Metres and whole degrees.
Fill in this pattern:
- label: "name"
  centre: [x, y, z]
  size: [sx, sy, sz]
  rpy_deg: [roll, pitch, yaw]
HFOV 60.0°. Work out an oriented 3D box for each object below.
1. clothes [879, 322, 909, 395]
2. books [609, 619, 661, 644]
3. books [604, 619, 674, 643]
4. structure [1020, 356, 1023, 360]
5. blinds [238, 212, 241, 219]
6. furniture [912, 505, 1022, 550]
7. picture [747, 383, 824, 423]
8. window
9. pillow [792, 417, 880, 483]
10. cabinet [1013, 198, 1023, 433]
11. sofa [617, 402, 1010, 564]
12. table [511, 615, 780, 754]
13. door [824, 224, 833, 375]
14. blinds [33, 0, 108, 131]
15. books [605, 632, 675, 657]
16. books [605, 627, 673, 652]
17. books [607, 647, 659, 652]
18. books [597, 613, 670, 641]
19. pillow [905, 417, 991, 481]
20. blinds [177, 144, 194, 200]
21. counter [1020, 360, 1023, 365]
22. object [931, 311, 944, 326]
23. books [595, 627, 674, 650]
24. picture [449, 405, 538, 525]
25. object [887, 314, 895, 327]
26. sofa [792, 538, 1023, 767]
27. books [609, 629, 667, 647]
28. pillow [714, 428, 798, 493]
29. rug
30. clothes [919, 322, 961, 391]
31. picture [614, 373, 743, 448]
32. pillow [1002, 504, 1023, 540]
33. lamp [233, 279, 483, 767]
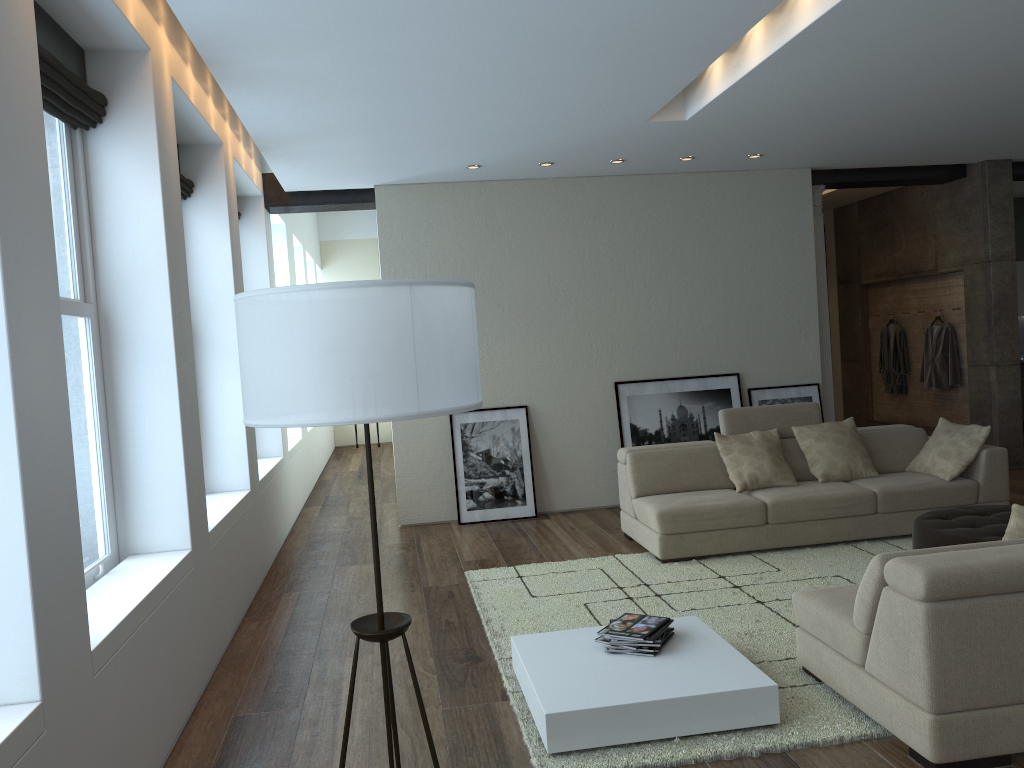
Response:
- label: "clothes"
  centre: [4.445, -0.302, 10.391]
  size: [0.141, 0.855, 0.569]
  rpy_deg: [-4, 3, -8]
- label: "books"
  centre: [0.542, 1.091, 3.925]
  size: [0.220, 0.010, 0.300]
  rpy_deg: [-4, 3, 7]
- label: "books"
  centre: [0.564, 1.080, 3.913]
  size: [0.220, 0.010, 0.300]
  rpy_deg: [-3, 3, 27]
- label: "structure"
  centre: [6.947, -0.339, 11.532]
  size: [0.900, 0.066, 0.520]
  rpy_deg: [-4, 3, -8]
- label: "blinds"
  centre: [-2.356, -1.488, 7.033]
  size: [0.156, 0.275, 1.563]
  rpy_deg: [-4, 3, -8]
- label: "furniture"
  centre: [2.838, 0.937, 5.002]
  size: [1.057, 0.355, 1.057]
  rpy_deg: [-4, 3, -6]
- label: "picture"
  centre: [2.577, 0.512, 8.208]
  size: [0.700, 0.988, 0.195]
  rpy_deg: [-4, 3, -8]
- label: "window"
  centre: [-1.819, -0.289, 3.365]
  size: [0.123, 2.400, 1.442]
  rpy_deg: [-4, 3, -8]
- label: "pillow"
  centre: [2.388, 0.489, 6.563]
  size: [0.534, 0.439, 0.301]
  rpy_deg: [-4, 3, -11]
- label: "cabinet"
  centre: [8.189, -1.024, 11.718]
  size: [7.409, 2.980, 0.827]
  rpy_deg: [-4, 3, -8]
- label: "sofa"
  centre: [2.147, 0.637, 6.520]
  size: [2.581, 0.950, 1.021]
  rpy_deg: [-4, 3, -8]
- label: "table"
  centre: [0.507, 1.240, 3.745]
  size: [0.900, 0.170, 0.900]
  rpy_deg: [-4, 3, -8]
- label: "door"
  centre: [3.578, -0.613, 11.479]
  size: [1.037, 2.814, 0.246]
  rpy_deg: [-4, 3, -8]
- label: "blinds"
  centre: [-1.824, -1.298, 3.331]
  size: [0.156, 0.424, 1.439]
  rpy_deg: [-4, 3, -8]
- label: "books"
  centre: [0.568, 1.138, 3.916]
  size: [0.220, 0.010, 0.300]
  rpy_deg: [-3, 3, 27]
- label: "books"
  centre: [0.567, 1.119, 3.915]
  size: [0.220, 0.010, 0.300]
  rpy_deg: [-3, 3, 27]
- label: "books"
  centre: [0.545, 1.130, 3.927]
  size: [0.220, 0.010, 0.300]
  rpy_deg: [-3, 3, 12]
- label: "books"
  centre: [0.541, 1.072, 3.924]
  size: [0.220, 0.010, 0.300]
  rpy_deg: [-2, 3, 32]
- label: "pillow"
  centre: [3.174, 0.464, 6.433]
  size: [0.395, 0.393, 0.518]
  rpy_deg: [-4, 3, -11]
- label: "blinds"
  centre: [-2.084, -1.368, 5.152]
  size: [0.156, 0.393, 1.442]
  rpy_deg: [-4, 3, -8]
- label: "counter"
  centre: [6.352, -0.188, 11.495]
  size: [3.597, 0.223, 0.807]
  rpy_deg: [-4, 3, -8]
- label: "object"
  centre: [4.551, -0.683, 9.474]
  size: [0.010, 0.219, 0.430]
  rpy_deg: [-4, 3, -8]
- label: "books"
  centre: [0.544, 1.110, 3.926]
  size: [0.220, 0.010, 0.300]
  rpy_deg: [-2, 3, 42]
- label: "picture"
  centre: [-0.165, 0.712, 7.826]
  size: [0.700, 0.988, 0.195]
  rpy_deg: [-4, 3, -8]
- label: "object"
  centre: [4.435, -0.715, 10.368]
  size: [0.010, 0.219, 0.430]
  rpy_deg: [-4, 3, -8]
- label: "sofa"
  centre: [2.563, 0.738, 3.604]
  size: [2.581, 0.950, 1.021]
  rpy_deg: [-4, 3, -8]
- label: "books"
  centre: [0.565, 1.100, 3.914]
  size: [0.220, 0.010, 0.300]
  rpy_deg: [-3, 3, 17]
- label: "pillow"
  centre: [1.773, 0.545, 6.464]
  size: [0.519, 0.416, 0.368]
  rpy_deg: [-4, 3, -12]
- label: "rug"
  centre: [1.983, 1.187, 4.865]
  size: [4.231, 0.020, 2.972]
  rpy_deg: [-4, 3, -8]
- label: "clothes"
  centre: [4.560, -0.296, 9.499]
  size: [0.173, 0.735, 0.700]
  rpy_deg: [-4, 3, -9]
- label: "picture"
  centre: [1.566, 0.512, 8.050]
  size: [1.183, 1.140, 0.225]
  rpy_deg: [-4, 3, -8]
- label: "pillow"
  centre: [2.189, 0.646, 3.547]
  size: [0.519, 0.416, 0.368]
  rpy_deg: [-4, 3, -3]
- label: "lamp"
  centre: [-0.402, 0.584, 2.660]
  size: [0.698, 1.728, 0.698]
  rpy_deg: [-3, 3, 16]
